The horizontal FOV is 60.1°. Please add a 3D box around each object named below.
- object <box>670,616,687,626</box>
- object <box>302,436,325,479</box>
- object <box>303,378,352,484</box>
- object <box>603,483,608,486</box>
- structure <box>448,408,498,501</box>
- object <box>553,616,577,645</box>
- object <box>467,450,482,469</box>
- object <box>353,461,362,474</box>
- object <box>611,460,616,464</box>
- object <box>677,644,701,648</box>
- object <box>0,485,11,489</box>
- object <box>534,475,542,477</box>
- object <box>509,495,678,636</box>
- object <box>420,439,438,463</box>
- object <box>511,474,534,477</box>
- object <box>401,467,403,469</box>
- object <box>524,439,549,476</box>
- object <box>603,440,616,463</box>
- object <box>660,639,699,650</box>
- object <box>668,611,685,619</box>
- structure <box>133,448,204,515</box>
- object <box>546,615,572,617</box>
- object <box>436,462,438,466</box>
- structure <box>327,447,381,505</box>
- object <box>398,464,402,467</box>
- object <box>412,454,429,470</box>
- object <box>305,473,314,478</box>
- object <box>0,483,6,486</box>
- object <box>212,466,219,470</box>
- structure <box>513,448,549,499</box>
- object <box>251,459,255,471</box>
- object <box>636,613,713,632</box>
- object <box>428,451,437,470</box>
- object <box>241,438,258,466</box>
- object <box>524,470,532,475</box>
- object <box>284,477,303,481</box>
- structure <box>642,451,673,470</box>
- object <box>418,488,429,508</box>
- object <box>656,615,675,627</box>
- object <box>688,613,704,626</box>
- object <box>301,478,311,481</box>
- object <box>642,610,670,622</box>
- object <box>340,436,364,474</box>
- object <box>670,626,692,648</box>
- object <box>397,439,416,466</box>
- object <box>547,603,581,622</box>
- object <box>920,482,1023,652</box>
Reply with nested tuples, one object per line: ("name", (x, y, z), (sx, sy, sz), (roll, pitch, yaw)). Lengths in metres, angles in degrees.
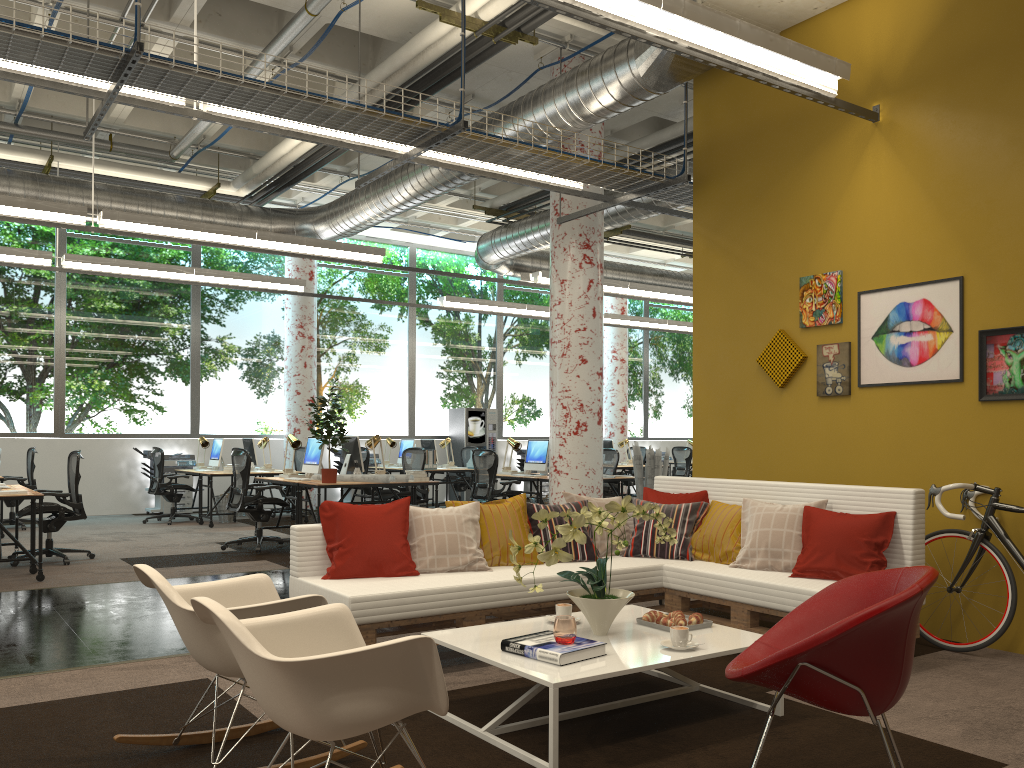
("object", (0.776, 1.100, 4.092), (0.064, 0.055, 0.121), (1, -3, -12))
("object", (-2.196, 0.826, 9.916), (0.190, 0.485, 0.484), (1, -2, -34))
("object", (-1.893, 0.479, 9.077), (0.439, 1.077, 0.514), (1, -2, -44))
("object", (0.384, 2.006, 16.137), (3.411, 0.437, 0.366), (2, -2, -25))
("structure", (-0.758, 1.389, 17.312), (0.750, 1.809, 0.638), (1, -1, -34))
("object", (0.214, 0.996, 3.578), (0.094, 0.106, 0.094), (0, -2, 16))
("object", (-0.608, 1.238, 14.511), (0.150, 0.302, 0.281), (1, -2, -34))
("object", (-1.767, 0.979, 10.115), (0.101, 0.209, 0.101), (0, -1, 11))
("object", (1.981, 1.469, 17.239), (0.101, 0.209, 0.101), (0, -1, 11))
("object", (0.742, 1.083, 3.659), (0.132, 0.011, 0.028), (1, -3, -17))
("object", (-4.825, 0.972, 8.371), (0.118, 0.017, 0.439), (3, -4, -34))
("object", (0.334, 1.177, 11.355), (0.106, 0.029, 0.059), (2, -4, -33))
("object", (0.379, 0.813, 3.976), (0.788, 0.615, 0.418), (1, -2, -22))
("object", (-1.452, 1.194, 15.307), (0.190, 0.485, 0.484), (1, -2, -34))
("object", (0.155, 1.200, 11.631), (0.118, 0.017, 0.439), (3, -4, -34))
("object", (-1.761, 1.362, 14.411), (0.106, 0.029, 0.059), (2, -4, -33))
("object", (0.354, 0.974, 11.737), (0.190, 0.485, 0.484), (1, -2, -34))
("object", (1.840, 1.351, 17.554), (0.190, 0.485, 0.484), (1, -2, -34))
("object", (0.699, 1.094, 3.702), (0.160, 0.020, 0.161), (-1, -4, 20))
("object", (0.792, 1.109, 4.224), (0.064, 0.055, 0.121), (1, -3, -12))
("structure", (-5.452, 1.541, 14.105), (1.058, 1.057, 0.503), (2, -2, -34))
("object", (0.229, 1.120, 4.264), (0.132, 0.011, 0.028), (0, -3, 11))
("object", (-1.312, 1.313, 14.993), (0.101, 0.209, 0.101), (0, -1, 11))
("structure", (-2.779, 1.669, 15.933), (1.058, 1.057, 0.503), (2, -2, -34))
("object", (-1.882, 1.317, 15.105), (0.101, 0.209, 0.101), (0, -1, 11))
("object", (-1.443, 1.199, 13.941), (0.150, 0.302, 0.281), (1, -2, -34))
("object", (-2.104, 1.328, 9.935), (0.104, 0.932, 0.849), (1, -2, -39))
("object", (-5.004, 0.982, 8.646), (0.106, 0.029, 0.059), (2, -4, -33))
("object", (-4.463, 1.195, 13.344), (0.101, 0.209, 0.101), (0, -1, 11))
("structure", (0.514, 1.825, 18.180), (1.058, 1.057, 0.503), (2, -2, -34))
("object", (-3.892, 1.190, 13.232), (0.101, 0.209, 0.101), (0, -1, 11))
("object", (0.762, 1.121, 4.160), (0.267, 0.026, 0.267), (3, -4, -34))
("object", (-1.321, 1.204, 14.025), (0.150, 0.302, 0.281), (1, -2, -34))
("object", (-4.033, 1.071, 13.546), (0.190, 0.485, 0.484), (1, -2, -34))
("object", (0.213, 1.132, 12.049), (0.101, 0.209, 0.101), (0, -1, 11))
("object", (-2.395, 1.052, 9.809), (0.118, 0.017, 0.439), (3, -4, -34))
("structure", (3.197, 1.953, 20.010), (1.058, 1.057, 0.503), (2, -2, -34))
("object", (-1.526, 1.895, 14.537), (0.353, 0.434, 0.359), (2, -2, -38))
("object", (0.701, 1.099, 4.096), (0.070, 0.059, 0.131), (1, -3, -12))
("object", (0.861, 1.104, 4.149), (0.072, 0.062, 0.136), (0, -3, 13))
("object", (-2.216, 1.028, 9.534), (0.106, 0.029, 0.059), (2, -4, -33))
("object", (0.674, 1.104, 4.197), (0.135, 0.061, 0.072), (1, -2, -14))
("object", (-1.907, 0.860, 10.430), (0.190, 0.485, 0.484), (1, -2, -34))
("object", (0.703, 1.057, 3.703), (0.086, 0.085, 0.079), (0, -2, -6))
("object", (-1.908, 1.537, 15.035), (0.191, 1.208, 1.079), (1, -2, -34))
("object", (0.247, 1.089, 4.206), (0.160, 0.090, 0.161), (1, -3, -10))
("object", (2.827, 0.981, 4.646), (0.402, 1.039, 1.738), (1, -3, -28))
